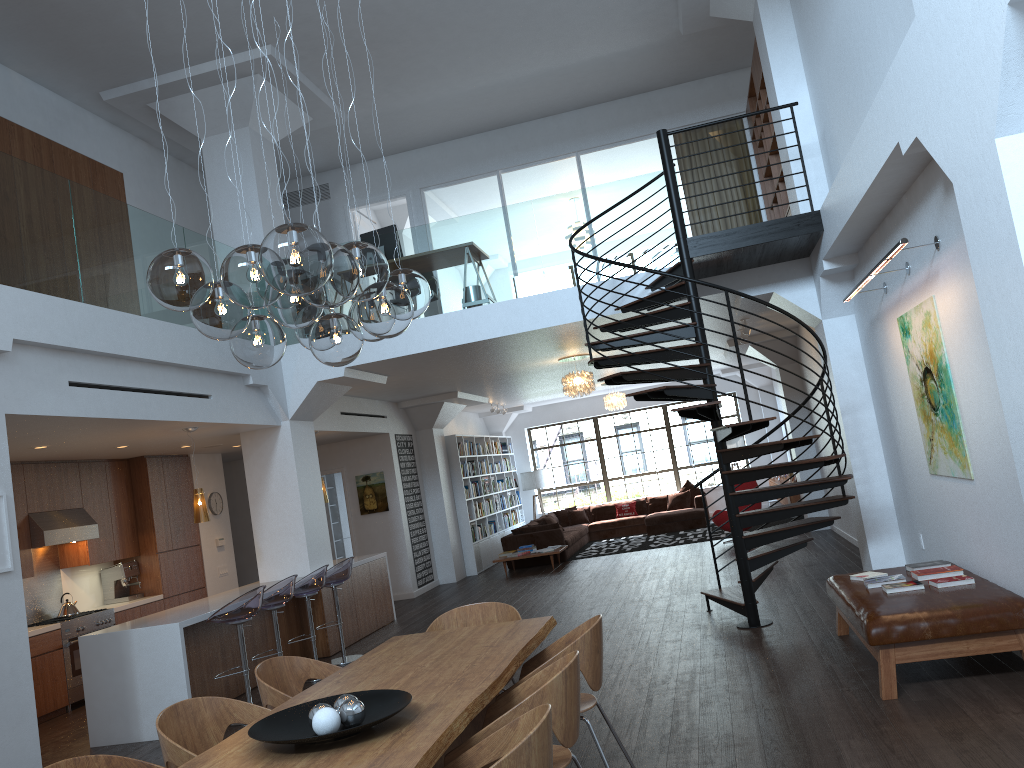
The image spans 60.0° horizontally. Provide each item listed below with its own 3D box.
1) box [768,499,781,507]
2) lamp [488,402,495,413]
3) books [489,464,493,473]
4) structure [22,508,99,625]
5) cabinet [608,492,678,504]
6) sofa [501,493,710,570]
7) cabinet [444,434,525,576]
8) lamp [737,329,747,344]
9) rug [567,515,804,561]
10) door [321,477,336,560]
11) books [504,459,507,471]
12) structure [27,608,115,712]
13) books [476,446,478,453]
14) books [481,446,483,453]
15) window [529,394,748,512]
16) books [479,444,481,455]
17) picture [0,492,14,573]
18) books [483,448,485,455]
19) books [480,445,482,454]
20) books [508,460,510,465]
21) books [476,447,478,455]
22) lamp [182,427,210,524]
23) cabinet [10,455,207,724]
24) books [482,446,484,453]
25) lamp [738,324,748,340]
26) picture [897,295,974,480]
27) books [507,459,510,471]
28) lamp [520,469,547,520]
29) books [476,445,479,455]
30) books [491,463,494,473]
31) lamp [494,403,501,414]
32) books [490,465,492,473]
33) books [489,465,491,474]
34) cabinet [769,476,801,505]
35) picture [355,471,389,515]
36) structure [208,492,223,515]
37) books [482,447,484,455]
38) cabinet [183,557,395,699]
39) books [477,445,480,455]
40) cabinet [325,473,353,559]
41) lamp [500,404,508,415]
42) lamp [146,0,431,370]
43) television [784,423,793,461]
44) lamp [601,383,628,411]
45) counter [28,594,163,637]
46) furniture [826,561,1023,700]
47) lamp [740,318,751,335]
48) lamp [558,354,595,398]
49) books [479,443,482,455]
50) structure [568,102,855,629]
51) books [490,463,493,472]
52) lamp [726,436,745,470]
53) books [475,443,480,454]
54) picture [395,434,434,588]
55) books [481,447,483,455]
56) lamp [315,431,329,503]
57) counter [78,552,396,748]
[{"bbox_3d":[5.489,2.507,18.518,0.228,0.165,0.368,-11,-6,11],"label":"box"},{"bbox_3d":[-0.378,0.453,16.956,0.120,0.211,0.111,-4,-8,-44],"label":"lamp"},{"bbox_3d":[-0.467,1.686,17.556,0.139,0.191,0.036,-11,-6,11],"label":"books"},{"bbox_3d":[-4.760,1.885,9.213,0.529,1.110,0.811,-11,-6,11],"label":"structure"},{"bbox_3d":[2.868,2.764,19.081,1.520,0.625,0.350,-11,-6,11],"label":"cabinet"},{"bbox_3d":[1.940,2.654,16.725,3.481,0.664,4.197,-11,-6,11],"label":"sofa"},{"bbox_3d":[-0.524,2.240,17.397,0.461,2.414,4.500,-11,-6,11],"label":"cabinet"},{"bbox_3d":[3.117,-0.637,11.993,0.120,0.211,0.111,-4,-8,-44],"label":"lamp"},{"bbox_3d":[3.191,2.700,15.927,4.200,0.007,3.100,-11,-6,13],"label":"rug"},{"bbox_3d":[-3.306,2.588,14.526,0.826,2.032,0.174,-11,-6,11],"label":"door"},{"bbox_3d":[-0.220,1.733,18.718,0.183,0.253,0.034,-11,-6,11],"label":"books"},{"bbox_3d":[-4.533,2.858,9.098,0.662,0.919,0.811,-11,-6,11],"label":"structure"},{"bbox_3d":[-0.726,1.257,16.708,0.146,0.202,0.027,-11,-6,11],"label":"books"},{"bbox_3d":[-0.628,1.296,17.122,0.128,0.178,0.022,-11,-6,11],"label":"books"},{"bbox_3d":[2.776,1.561,19.740,4.648,1.905,0.114,-11,-6,11],"label":"window"},{"bbox_3d":[-0.681,1.262,16.947,0.158,0.226,0.052,-11,-6,11],"label":"books"},{"bbox_3d":[-3.272,0.925,5.425,0.018,0.500,0.500,-11,-6,11],"label":"picture"},{"bbox_3d":[-0.596,1.314,17.227,0.110,0.153,0.019,-11,-6,11],"label":"books"},{"bbox_3d":[-0.652,1.284,17.031,0.139,0.191,0.036,-11,-6,11],"label":"books"},{"bbox_3d":[-0.135,1.776,19.156,0.168,0.231,0.037,-11,-6,11],"label":"books"},{"bbox_3d":[-0.727,1.259,16.675,0.139,0.191,0.036,-11,-6,11],"label":"books"},{"bbox_3d":[-2.031,0.336,9.321,2.842,1.807,0.149,-5,-7,-39],"label":"lamp"},{"bbox_3d":[-4.792,2.010,8.746,0.598,2.499,5.299,-11,-6,11],"label":"cabinet"},{"bbox_3d":[-0.620,1.302,17.195,0.128,0.178,0.022,-11,-6,11],"label":"books"},{"bbox_3d":[3.009,-0.670,11.500,0.120,0.211,0.111,-6,-7,-29],"label":"lamp"},{"bbox_3d":[2.934,0.050,6.199,0.010,1.200,1.095,-11,-6,11],"label":"picture"},{"bbox_3d":[-0.158,1.758,19.054,0.183,0.253,0.034,-11,-6,11],"label":"books"},{"bbox_3d":[0.571,2.703,19.517,0.545,1.579,0.545,-9,-6,0],"label":"lamp"},{"bbox_3d":[-0.712,1.257,16.733,0.146,0.202,0.027,-11,-6,11],"label":"books"},{"bbox_3d":[-0.452,1.684,17.614,0.146,0.202,0.027,-11,-6,11],"label":"books"},{"bbox_3d":[-0.271,0.486,17.450,0.120,0.211,0.111,-6,-7,-29],"label":"lamp"},{"bbox_3d":[-0.475,1.691,17.500,0.126,0.173,0.032,-11,-6,11],"label":"books"},{"bbox_3d":[-0.481,1.690,17.425,0.106,0.162,0.032,-11,-6,11],"label":"books"},{"bbox_3d":[5.102,1.955,16.194,0.459,0.350,4.501,-11,-6,11],"label":"cabinet"},{"bbox_3d":[-2.129,1.663,13.483,0.450,0.600,0.030,-11,-6,11],"label":"picture"},{"bbox_3d":[-3.921,1.583,11.741,0.040,0.300,0.300,-11,-6,11],"label":"structure"},{"bbox_3d":[-0.627,1.298,17.171,0.134,0.184,0.030,-11,-6,11],"label":"books"},{"bbox_3d":[-2.454,2.524,9.150,0.898,0.796,4.493,-11,-6,11],"label":"cabinet"},{"bbox_3d":[-0.699,1.264,16.814,0.146,0.202,0.027,-11,-6,11],"label":"books"},{"bbox_3d":[-3.462,2.212,15.254,0.527,2.991,2.630,-11,-6,11],"label":"cabinet"},{"bbox_3d":[-0.161,0.520,17.955,0.120,0.211,0.111,-8,-6,-14],"label":"lamp"},{"bbox_3d":[-0.987,-1.143,3.786,0.849,2.140,1.787,-10,-6,10],"label":"lamp"},{"bbox_3d":[5.098,1.060,16.189,0.013,0.816,1.324,-11,-6,11],"label":"television"},{"bbox_3d":[1.952,0.237,16.906,0.442,0.539,0.441,-5,-7,-36],"label":"lamp"},{"bbox_3d":[-4.821,2.387,8.259,0.600,0.050,4.387,-11,-6,11],"label":"counter"},{"bbox_3d":[2.633,1.513,5.728,0.907,0.453,1.819,-11,-6,11],"label":"furniture"},{"bbox_3d":[2.899,-0.704,10.994,0.120,0.211,0.111,-8,-6,-14],"label":"lamp"},{"bbox_3d":[0.880,-0.095,11.971,0.442,0.539,0.441,-5,-7,-36],"label":"lamp"},{"bbox_3d":[-0.668,1.262,16.994,0.140,0.231,0.042,-11,-6,11],"label":"books"},{"bbox_3d":[1.685,-0.115,7.674,1.998,4.352,1.998,-6,-7,-28],"label":"structure"},{"bbox_3d":[-0.466,1.684,17.589,0.146,0.202,0.027,-11,-6,11],"label":"books"},{"bbox_3d":[4.705,1.921,18.565,0.545,1.579,0.545,-12,-6,22],"label":"lamp"},{"bbox_3d":[-0.687,1.255,16.899,0.140,0.231,0.042,-11,-6,11],"label":"books"},{"bbox_3d":[-1.529,1.969,13.999,0.021,2.380,0.800,-11,-6,12],"label":"picture"},{"bbox_3d":[-0.646,1.284,17.071,0.136,0.196,0.045,-11,-6,11],"label":"books"},{"bbox_3d":[-2.424,1.045,11.082,0.149,0.900,0.149,-6,-7,-33],"label":"lamp"},{"bbox_3d":[-1.921,2.231,7.388,3.039,0.860,8.182,-8,-6,-18],"label":"counter"}]
